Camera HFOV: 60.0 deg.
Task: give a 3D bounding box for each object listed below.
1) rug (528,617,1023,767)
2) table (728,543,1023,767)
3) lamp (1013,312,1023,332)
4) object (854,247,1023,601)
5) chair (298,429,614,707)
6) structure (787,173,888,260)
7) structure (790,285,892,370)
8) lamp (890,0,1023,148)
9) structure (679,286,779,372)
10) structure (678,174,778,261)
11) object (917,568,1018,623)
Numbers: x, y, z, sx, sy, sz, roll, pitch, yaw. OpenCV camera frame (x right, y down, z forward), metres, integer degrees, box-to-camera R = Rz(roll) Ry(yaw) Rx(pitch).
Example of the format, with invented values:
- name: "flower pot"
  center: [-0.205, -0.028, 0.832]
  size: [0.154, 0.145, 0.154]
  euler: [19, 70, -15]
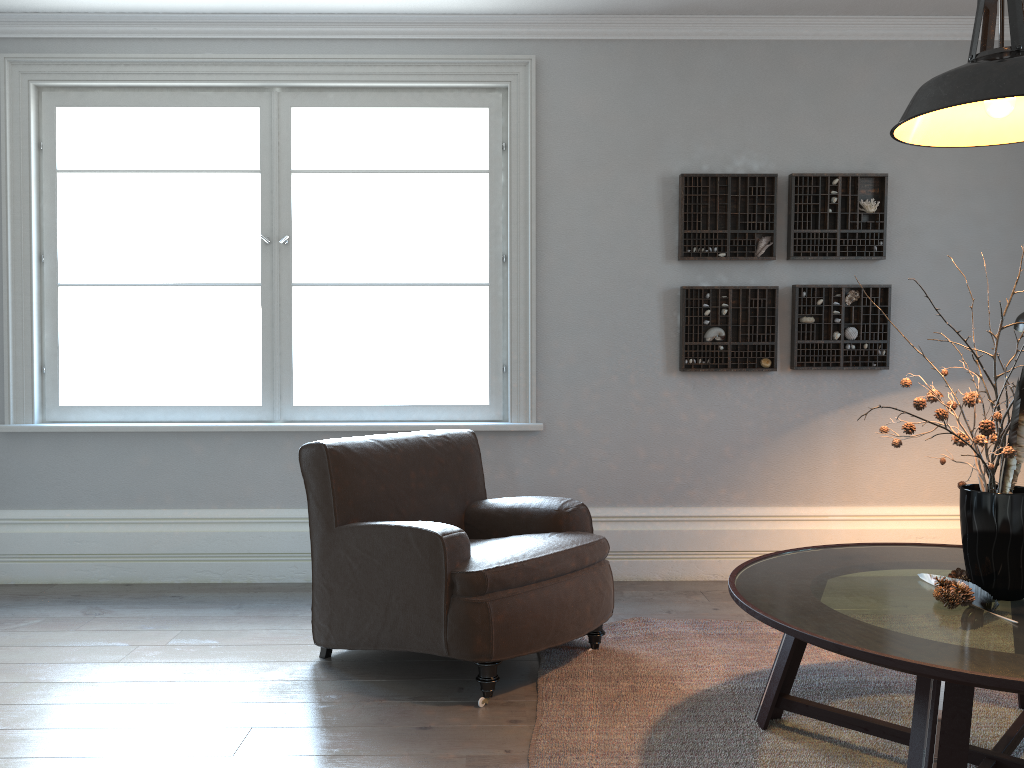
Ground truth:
- name: "rug"
  center: [1.247, 0.976, 2.197]
  size: [2.400, 0.090, 2.819]
  euler: [0, 2, 0]
- name: "table"
  center: [1.210, 0.781, 2.222]
  size: [1.300, 0.503, 1.300]
  euler: [0, 1, -8]
- name: "lamp"
  center: [2.453, 0.166, 3.711]
  size: [0.797, 1.644, 1.864]
  euler: [1, 2, 37]
- name: "object"
  center: [1.145, 0.003, 2.101]
  size: [0.525, 1.066, 0.853]
  euler: [-1, 1, -30]
- name: "chair"
  center: [-0.168, 0.598, 3.248]
  size: [0.970, 0.795, 0.807]
  euler: [1, 2, 40]
- name: "structure"
  center: [1.586, -0.814, 4.315]
  size: [0.468, 0.416, 0.105]
  euler: [0, 1, -1]
- name: "structure"
  center: [1.607, -0.278, 4.335]
  size: [0.468, 0.416, 0.086]
  euler: [0, 1, -1]
- name: "lamp"
  center: [1.206, -1.180, 2.179]
  size: [0.504, 1.075, 0.504]
  euler: [-1, 2, -43]
- name: "structure"
  center: [1.058, -0.269, 4.328]
  size: [0.468, 0.416, 0.086]
  euler: [0, 1, -1]
- name: "structure"
  center: [1.050, -0.812, 4.331]
  size: [0.468, 0.416, 0.099]
  euler: [0, 1, -1]
- name: "object"
  center: [1.119, 0.505, 2.200]
  size: [0.153, 0.067, 0.404]
  euler: [0, 2, 17]
